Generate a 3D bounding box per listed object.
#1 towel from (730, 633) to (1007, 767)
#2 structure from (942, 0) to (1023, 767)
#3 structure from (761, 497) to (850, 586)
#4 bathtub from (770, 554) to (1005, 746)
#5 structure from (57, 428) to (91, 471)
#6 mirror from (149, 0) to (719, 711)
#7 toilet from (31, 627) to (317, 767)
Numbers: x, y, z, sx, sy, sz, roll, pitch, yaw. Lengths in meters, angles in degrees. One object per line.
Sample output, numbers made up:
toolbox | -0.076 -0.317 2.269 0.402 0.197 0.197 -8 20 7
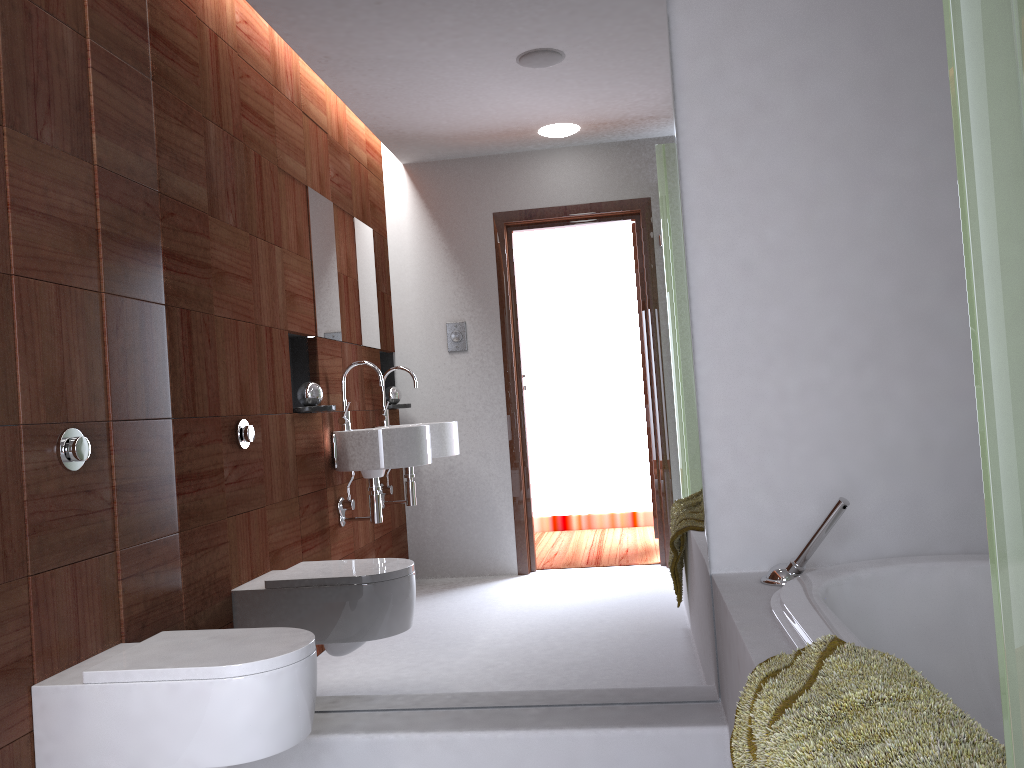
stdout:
towel | 0.485 0.620 1.076 0.349 0.452 0.890 -4 -2 2
structure | 0.727 -0.162 0.112 1.015 2.079 0.765 -4 -2 7
structure | 0.704 0.392 2.109 0.239 0.257 0.112 -5 -2 39
bathtub | 0.927 0.616 1.346 0.881 0.424 1.683 -4 -2 7
structure | -0.991 0.148 2.019 0.034 0.098 0.098 -4 -2 7
mirror | -0.253 -0.227 2.397 1.433 2.183 0.019 -4 -2 7
toilet | -0.698 0.725 1.962 0.547 0.284 0.329 -4 -2 7
